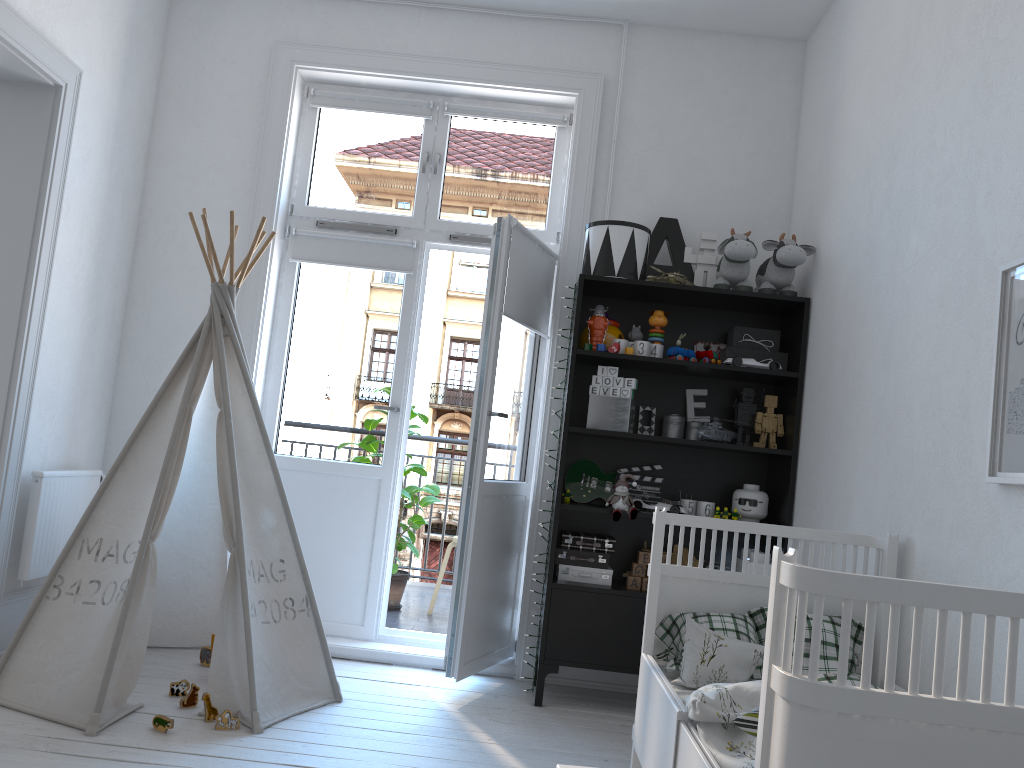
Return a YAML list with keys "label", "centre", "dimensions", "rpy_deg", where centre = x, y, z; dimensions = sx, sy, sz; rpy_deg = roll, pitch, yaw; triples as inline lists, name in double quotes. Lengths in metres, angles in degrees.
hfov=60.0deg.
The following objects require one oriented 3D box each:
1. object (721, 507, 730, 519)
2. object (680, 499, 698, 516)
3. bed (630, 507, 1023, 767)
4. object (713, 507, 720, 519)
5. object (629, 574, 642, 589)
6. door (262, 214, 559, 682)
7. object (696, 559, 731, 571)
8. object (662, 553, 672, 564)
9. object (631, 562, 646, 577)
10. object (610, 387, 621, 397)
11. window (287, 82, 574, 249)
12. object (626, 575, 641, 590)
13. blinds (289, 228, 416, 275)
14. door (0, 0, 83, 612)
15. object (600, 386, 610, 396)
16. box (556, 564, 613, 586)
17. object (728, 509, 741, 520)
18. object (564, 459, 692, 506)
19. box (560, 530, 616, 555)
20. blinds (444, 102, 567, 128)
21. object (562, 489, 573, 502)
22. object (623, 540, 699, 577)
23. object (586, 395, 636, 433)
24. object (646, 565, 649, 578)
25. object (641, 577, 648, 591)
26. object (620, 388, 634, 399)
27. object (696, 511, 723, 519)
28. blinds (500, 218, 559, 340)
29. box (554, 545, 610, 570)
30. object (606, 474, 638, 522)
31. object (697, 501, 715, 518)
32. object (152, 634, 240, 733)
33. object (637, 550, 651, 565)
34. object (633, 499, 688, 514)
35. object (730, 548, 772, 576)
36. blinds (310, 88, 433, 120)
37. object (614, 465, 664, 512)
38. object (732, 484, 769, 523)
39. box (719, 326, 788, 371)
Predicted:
- label: "object"
  centre: [0.847, 0.517, 3.523]
  dimensions: [0.042, 0.054, 0.031]
  rpy_deg: [6, -5, 1]
- label: "object"
  centre: [0.712, 0.500, 3.573]
  dimensions: [0.067, 0.067, 0.067]
  rpy_deg: [5, -5, 15]
- label: "bed"
  centre: [0.671, 0.733, 1.814]
  dimensions: [0.670, 0.832, 1.405]
  rpy_deg: [6, -5, 1]
- label: "object"
  centre: [0.804, 0.508, 3.471]
  dimensions: [0.042, 0.054, 0.031]
  rpy_deg: [10, -6, -38]
- label: "object"
  centre: [0.495, 0.790, 3.551]
  dimensions: [0.050, 0.050, 0.050]
  rpy_deg: [6, -5, 1]
- label: "door"
  centre: [-0.519, 0.204, 3.738]
  dimensions: [1.263, 1.837, 0.637]
  rpy_deg: [6, -5, 3]
- label: "object"
  centre: [0.783, 0.798, 3.715]
  dimensions: [0.347, 0.120, 0.034]
  rpy_deg: [6, -5, 1]
- label: "object"
  centre: [0.605, 0.699, 3.517]
  dimensions: [0.050, 0.050, 0.050]
  rpy_deg: [4, -5, 21]
- label: "object"
  centre: [0.503, 0.738, 3.521]
  dimensions: [0.050, 0.050, 0.050]
  rpy_deg: [6, -5, 1]
- label: "object"
  centre: [0.413, 0.035, 3.532]
  dimensions: [0.040, 0.040, 0.040]
  rpy_deg: [5, -5, 16]
- label: "window"
  centre: [-0.370, -1.010, 4.083]
  dimensions: [1.263, 0.660, 0.101]
  rpy_deg: [6, -5, 1]
- label: "object"
  centre: [0.480, 0.783, 3.497]
  dimensions: [0.050, 0.050, 0.050]
  rpy_deg: [6, -5, 1]
- label: "blinds"
  centre: [-0.723, -0.605, 4.034]
  dimensions: [0.565, 0.158, 0.032]
  rpy_deg: [6, -5, 1]
- label: "door"
  centre: [-1.898, -0.124, 2.946]
  dimensions: [0.505, 2.176, 1.466]
  rpy_deg: [7, -5, -14]
- label: "object"
  centre: [0.373, 0.032, 3.552]
  dimensions: [0.040, 0.040, 0.040]
  rpy_deg: [6, -5, 6]
- label: "box"
  centre: [0.291, 0.764, 3.591]
  dimensions: [0.215, 0.062, 0.179]
  rpy_deg: [6, -5, 1]
- label: "object"
  centre: [0.877, 0.518, 3.492]
  dimensions: [0.031, 0.054, 0.042]
  rpy_deg: [11, -6, -43]
- label: "object"
  centre: [0.486, 0.455, 3.717]
  dimensions: [0.542, 0.239, 0.093]
  rpy_deg: [6, -5, 2]
- label: "box"
  centre: [0.305, 0.643, 3.602]
  dimensions: [0.215, 0.062, 0.179]
  rpy_deg: [6, -5, 1]
- label: "blinds"
  centre: [-0.028, -1.238, 4.076]
  dimensions: [0.565, 0.060, 0.032]
  rpy_deg: [6, -5, 1]
- label: "object"
  centre: [0.227, 0.459, 3.644]
  dimensions: [0.042, 0.054, 0.031]
  rpy_deg: [5, -5, 11]
- label: "object"
  centre: [0.633, 0.746, 3.632]
  dimensions: [0.337, 0.186, 0.111]
  rpy_deg: [5, -5, 16]
- label: "object"
  centre: [0.398, 0.124, 3.564]
  dimensions: [0.170, 0.138, 0.124]
  rpy_deg: [5, -5, 16]
- label: "object"
  centre: [0.559, 0.742, 3.499]
  dimensions: [0.050, 0.050, 0.050]
  rpy_deg: [6, -5, 1]
- label: "object"
  centre: [0.538, 0.789, 3.496]
  dimensions: [0.050, 0.050, 0.050]
  rpy_deg: [6, -5, 6]
- label: "object"
  centre: [0.457, 0.038, 3.519]
  dimensions: [0.040, 0.040, 0.040]
  rpy_deg: [3, -6, 31]
- label: "object"
  centre: [0.815, 0.537, 3.679]
  dimensions: [0.163, 0.034, 0.070]
  rpy_deg: [6, -5, 1]
- label: "blinds"
  centre: [0.086, -0.425, 3.725]
  dimensions: [0.032, 0.390, 0.566]
  rpy_deg: [5, -5, 21]
- label: "box"
  centre: [0.279, 0.701, 3.596]
  dimensions: [0.215, 0.062, 0.179]
  rpy_deg: [6, -5, 1]
- label: "object"
  centre: [0.431, 0.438, 3.426]
  dimensions: [0.110, 0.186, 0.129]
  rpy_deg: [7, -5, -12]
- label: "object"
  centre: [0.770, 0.502, 3.525]
  dimensions: [0.067, 0.067, 0.067]
  rpy_deg: [5, -5, 15]
- label: "object"
  centre: [-0.959, 0.939, 3.062]
  dimensions: [0.385, 0.283, 0.857]
  rpy_deg: [7, -5, -7]
- label: "object"
  centre: [0.526, 0.690, 3.516]
  dimensions: [0.050, 0.050, 0.050]
  rpy_deg: [6, -5, 1]
- label: "object"
  centre: [0.585, 0.493, 3.536]
  dimensions: [0.230, 0.048, 0.098]
  rpy_deg: [4, -5, 26]
- label: "object"
  centre: [0.965, 0.765, 3.538]
  dimensions: [0.132, 0.199, 0.267]
  rpy_deg: [6, -5, 1]
- label: "blinds"
  centre: [-0.647, -1.292, 4.089]
  dimensions: [0.565, 0.087, 0.032]
  rpy_deg: [6, -5, 1]
- label: "object"
  centre: [0.530, 0.426, 3.693]
  dimensions: [0.201, 0.199, 0.048]
  rpy_deg: [6, -5, 1]
- label: "object"
  centre: [0.959, 0.486, 3.575]
  dimensions: [0.139, 0.162, 0.139]
  rpy_deg: [8, -5, -24]
- label: "box"
  centre: [1.004, -0.133, 3.680]
  dimensions: [0.251, 0.189, 0.179]
  rpy_deg: [6, -5, 1]
